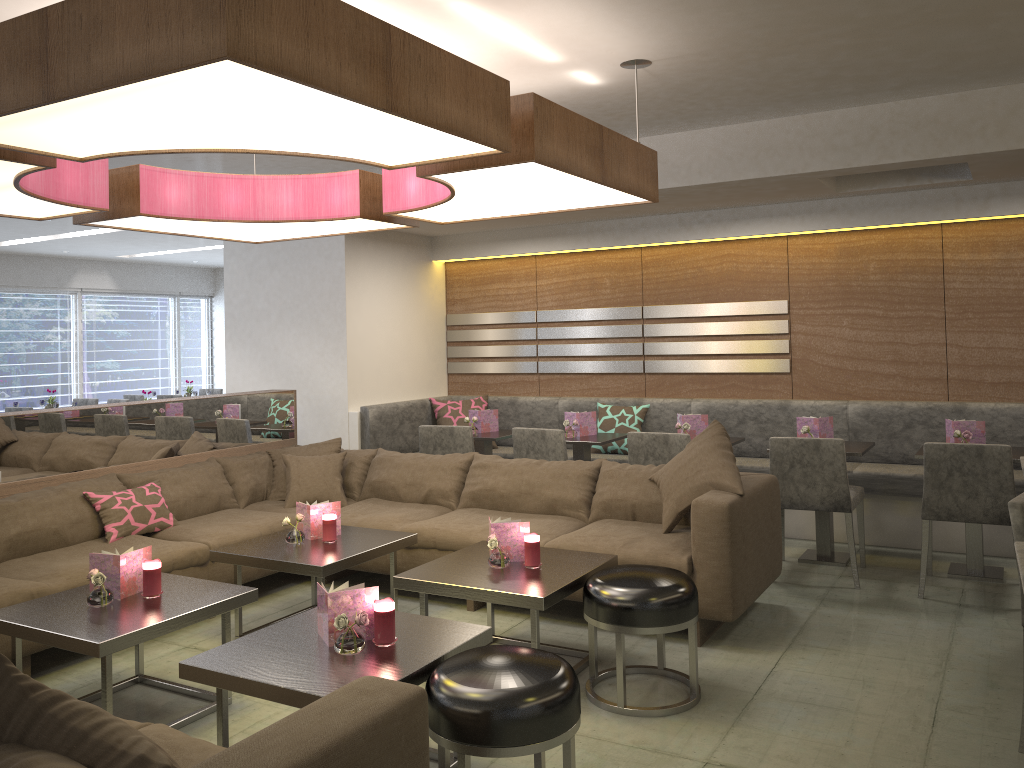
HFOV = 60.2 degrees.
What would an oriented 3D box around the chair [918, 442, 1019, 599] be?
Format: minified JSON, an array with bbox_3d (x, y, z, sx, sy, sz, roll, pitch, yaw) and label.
[{"bbox_3d":[2.290,0.653,4.407,0.476,0.763,0.492,-2,0,29],"label":"chair"}]

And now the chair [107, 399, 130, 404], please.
[{"bbox_3d":[-4.421,0.559,9.471,0.476,0.763,0.492,-2,0,35],"label":"chair"}]

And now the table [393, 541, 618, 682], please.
[{"bbox_3d":[-0.006,0.930,3.526,0.657,0.412,0.658,0,2,30],"label":"table"}]

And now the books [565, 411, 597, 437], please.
[{"bbox_3d":[0.463,0.268,5.972,0.157,0.165,0.143,-2,1,-40],"label":"books"}]

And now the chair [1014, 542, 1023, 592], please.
[{"bbox_3d":[1.453,0.798,2.019,0.491,0.763,0.477,-2,0,27],"label":"chair"}]

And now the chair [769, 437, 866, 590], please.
[{"bbox_3d":[1.642,0.649,4.802,0.476,0.763,0.492,-2,0,26],"label":"chair"}]

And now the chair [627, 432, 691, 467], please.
[{"bbox_3d":[0.960,0.645,5.202,0.476,0.763,0.492,-2,0,32],"label":"chair"}]

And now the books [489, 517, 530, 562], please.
[{"bbox_3d":[-0.012,0.642,3.656,0.157,0.165,0.143,-1,0,-5],"label":"books"}]

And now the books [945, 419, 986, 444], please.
[{"bbox_3d":[2.471,0.278,4.818,0.157,0.165,0.143,-1,0,10],"label":"books"}]

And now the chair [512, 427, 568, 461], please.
[{"bbox_3d":[0.300,0.642,5.588,0.476,0.763,0.492,-2,0,37],"label":"chair"}]

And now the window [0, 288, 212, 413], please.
[{"bbox_3d":[-5.587,-0.252,12.055,0.158,2.074,3.663,-2,1,30],"label":"window"}]

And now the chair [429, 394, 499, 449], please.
[{"bbox_3d":[-0.382,0.311,6.946,0.491,0.428,0.295,-2,0,-17],"label":"chair"}]

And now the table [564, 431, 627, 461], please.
[{"bbox_3d":[0.470,0.676,5.860,0.505,0.655,0.506,-1,0,30],"label":"table"}]

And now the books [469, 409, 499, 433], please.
[{"bbox_3d":[-0.204,0.265,6.356,0.157,0.165,0.143,-2,1,-40],"label":"books"}]

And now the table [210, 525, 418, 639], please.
[{"bbox_3d":[-0.887,0.926,4.033,0.657,0.412,0.658,0,2,30],"label":"table"}]

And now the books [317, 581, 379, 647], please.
[{"bbox_3d":[-0.507,0.702,2.736,0.157,0.165,0.143,-2,0,-25],"label":"books"}]

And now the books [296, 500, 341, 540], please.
[{"bbox_3d":[-0.914,0.637,4.178,0.157,0.165,0.143,-2,1,-40],"label":"books"}]

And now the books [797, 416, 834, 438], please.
[{"bbox_3d":[1.787,0.274,5.211,0.157,0.165,0.143,-2,1,-40],"label":"books"}]

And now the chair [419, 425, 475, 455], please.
[{"bbox_3d":[-0.342,0.640,5.943,0.476,0.763,0.492,-2,0,22],"label":"chair"}]

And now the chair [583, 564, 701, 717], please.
[{"bbox_3d":[0.476,0.913,3.263,0.422,0.451,0.423,-1,1,11],"label":"chair"}]

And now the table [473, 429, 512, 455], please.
[{"bbox_3d":[-0.193,0.673,6.242,0.505,0.655,0.506,-1,0,30],"label":"table"}]

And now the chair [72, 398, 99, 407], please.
[{"bbox_3d":[-4.889,0.557,9.750,0.476,0.763,0.492,-2,0,25],"label":"chair"}]

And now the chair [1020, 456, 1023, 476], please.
[{"bbox_3d":[2.315,0.699,3.501,0.491,0.763,0.477,-2,0,28],"label":"chair"}]

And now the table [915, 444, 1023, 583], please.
[{"bbox_3d":[2.462,0.685,4.715,0.505,0.655,0.506,-1,0,30],"label":"table"}]

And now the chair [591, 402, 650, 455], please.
[{"bbox_3d":[0.785,0.338,6.457,0.426,0.396,0.219,-1,0,31],"label":"chair"}]

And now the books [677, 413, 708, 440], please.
[{"bbox_3d":[1.141,0.271,5.582,0.157,0.165,0.143,-1,0,-5],"label":"books"}]

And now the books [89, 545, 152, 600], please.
[{"bbox_3d":[-1.420,0.698,3.261,0.258,0.165,0.143,-2,0,-6],"label":"books"}]

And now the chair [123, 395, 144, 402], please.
[{"bbox_3d":[-4.355,0.496,10.661,0.476,0.763,0.492,-2,0,35],"label":"chair"}]

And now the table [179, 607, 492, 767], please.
[{"bbox_3d":[-0.506,0.988,2.658,0.657,0.412,0.658,0,2,30],"label":"table"}]

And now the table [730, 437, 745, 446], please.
[{"bbox_3d":[1.134,0.679,5.478,0.505,0.655,0.506,-1,0,30],"label":"table"}]

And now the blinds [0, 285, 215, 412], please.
[{"bbox_3d":[-5.492,-0.278,12.011,0.045,2.045,3.655,-2,1,30],"label":"blinds"}]

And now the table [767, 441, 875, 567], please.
[{"bbox_3d":[1.798,0.682,5.097,0.505,0.655,0.506,-1,0,30],"label":"table"}]

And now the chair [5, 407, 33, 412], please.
[{"bbox_3d":[-4.757,0.597,8.906,0.476,0.763,0.492,-2,0,25],"label":"chair"}]

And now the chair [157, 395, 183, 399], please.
[{"bbox_3d":[-3.869,0.495,10.449,0.476,0.763,0.492,-2,0,25],"label":"chair"}]

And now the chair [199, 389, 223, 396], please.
[{"bbox_3d":[-4.001,0.454,11.293,0.476,0.763,0.492,-2,0,25],"label":"chair"}]

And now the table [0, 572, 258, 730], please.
[{"bbox_3d":[-1.387,0.984,3.164,0.657,0.412,0.658,0,2,30],"label":"table"}]

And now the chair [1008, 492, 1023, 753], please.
[{"bbox_3d":[1.885,0.748,2.767,0.491,0.763,0.477,-2,0,42],"label":"chair"}]
